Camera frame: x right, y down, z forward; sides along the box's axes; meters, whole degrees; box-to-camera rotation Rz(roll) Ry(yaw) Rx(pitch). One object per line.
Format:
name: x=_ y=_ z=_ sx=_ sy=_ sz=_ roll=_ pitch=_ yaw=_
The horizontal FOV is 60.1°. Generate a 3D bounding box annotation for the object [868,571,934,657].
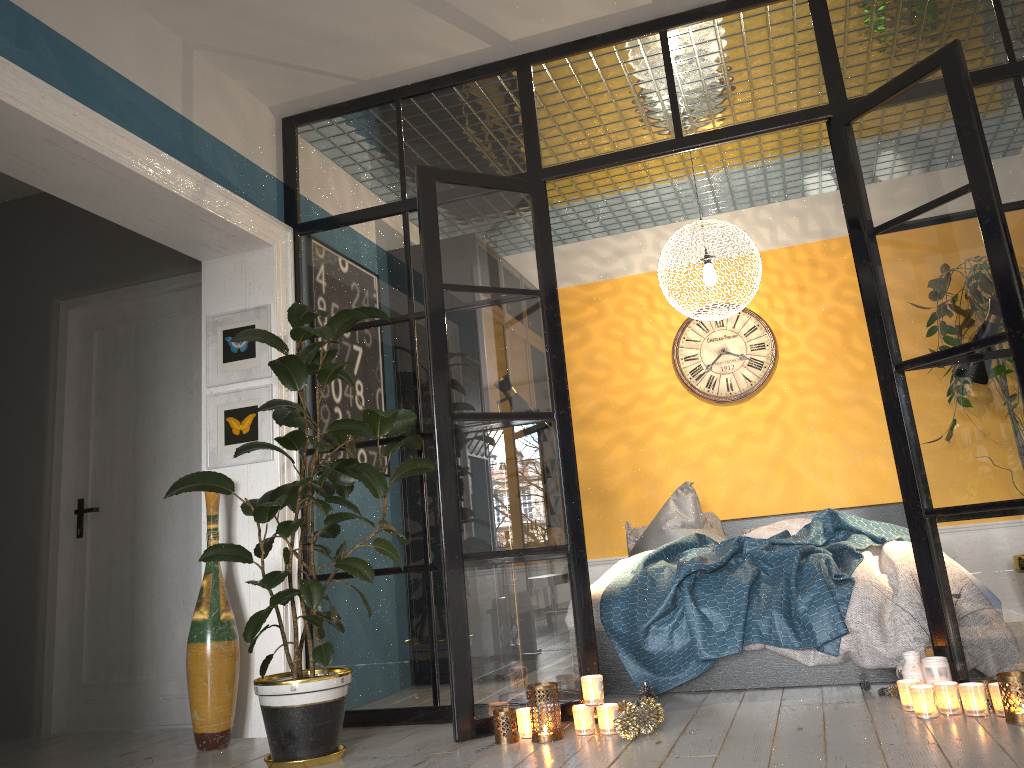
object: x=1.675 y=0.910 z=3.405 sx=0.278 sy=0.530 sz=0.431 roll=3 pitch=-16 yaw=-31

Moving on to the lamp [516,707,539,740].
lamp: x=0.059 y=1.248 z=3.254 sx=0.080 sy=0.100 sz=0.079 roll=3 pitch=-16 yaw=-31

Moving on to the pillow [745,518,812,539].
pillow: x=1.675 y=0.903 z=5.198 sx=0.593 sy=0.231 sz=0.477 roll=0 pitch=-13 yaw=-23

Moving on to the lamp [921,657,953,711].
lamp: x=1.491 y=1.044 z=3.085 sx=0.089 sy=0.169 sz=0.091 roll=-1 pitch=-15 yaw=-16

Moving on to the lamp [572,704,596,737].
lamp: x=0.263 y=1.220 z=3.210 sx=0.080 sy=0.100 sz=0.079 roll=3 pitch=-16 yaw=-31

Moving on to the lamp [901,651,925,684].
lamp: x=1.461 y=1.064 z=3.198 sx=0.091 sy=0.183 sz=0.091 roll=-16 pitch=-18 yaw=36

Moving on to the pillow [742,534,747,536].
pillow: x=1.524 y=1.037 z=5.448 sx=0.617 sy=0.271 sz=0.472 roll=-15 pitch=-15 yaw=38

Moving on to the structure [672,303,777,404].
structure: x=1.508 y=-0.226 z=6.298 sx=0.724 sy=0.736 sz=0.070 roll=-9 pitch=-15 yaw=16

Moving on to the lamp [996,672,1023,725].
lamp: x=1.592 y=0.984 z=2.773 sx=0.107 sy=0.143 sz=0.106 roll=-1 pitch=-14 yaw=-19

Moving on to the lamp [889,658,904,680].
lamp: x=1.535 y=1.127 z=3.408 sx=0.108 sy=0.133 sz=0.094 roll=-2 pitch=-14 yaw=-12

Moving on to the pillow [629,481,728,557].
pillow: x=1.003 y=0.912 z=5.418 sx=0.779 sy=0.609 sz=0.493 roll=-11 pitch=-14 yaw=22

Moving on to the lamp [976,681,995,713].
lamp: x=1.598 y=1.049 z=2.971 sx=0.063 sy=0.092 sz=0.062 roll=-5 pitch=-14 yaw=-1

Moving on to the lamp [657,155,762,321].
lamp: x=1.168 y=-0.920 z=5.401 sx=0.615 sy=1.114 sz=0.607 roll=3 pitch=-16 yaw=-31

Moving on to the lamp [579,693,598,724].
lamp: x=0.304 y=1.258 z=3.435 sx=0.080 sy=0.108 sz=0.080 roll=-9 pitch=-14 yaw=16

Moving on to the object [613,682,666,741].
object: x=0.479 y=1.225 z=3.343 sx=0.192 sy=0.120 sz=0.707 roll=-7 pitch=-12 yaw=6

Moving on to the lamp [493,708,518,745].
lamp: x=-0.024 y=1.244 z=3.216 sx=0.084 sy=0.112 sz=0.083 roll=-4 pitch=-14 yaw=-7

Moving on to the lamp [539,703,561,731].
lamp: x=0.144 y=1.247 z=3.288 sx=0.080 sy=0.100 sz=0.079 roll=3 pitch=-16 yaw=-31

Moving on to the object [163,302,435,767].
object: x=0.726 y=0.278 z=3.122 sx=3.884 sy=1.825 sz=0.998 roll=-9 pitch=-14 yaw=16

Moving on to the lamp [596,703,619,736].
lamp: x=0.347 y=1.206 z=3.178 sx=0.080 sy=0.100 sz=0.079 roll=3 pitch=-16 yaw=-31

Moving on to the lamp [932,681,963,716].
lamp: x=1.467 y=1.058 z=2.975 sx=0.080 sy=0.100 sz=0.079 roll=3 pitch=-16 yaw=-31

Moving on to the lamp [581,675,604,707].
lamp: x=0.295 y=1.116 z=3.218 sx=0.080 sy=0.100 sz=0.079 roll=3 pitch=-16 yaw=-31

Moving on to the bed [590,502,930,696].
bed: x=1.434 y=1.074 z=4.778 sx=1.891 sy=0.783 sz=2.294 roll=-9 pitch=-12 yaw=17

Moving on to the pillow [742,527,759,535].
pillow: x=1.834 y=1.013 z=5.549 sx=0.773 sy=0.301 sz=0.520 roll=-9 pitch=-13 yaw=17

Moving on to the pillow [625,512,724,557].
pillow: x=1.143 y=1.073 z=5.782 sx=0.756 sy=0.463 sz=0.505 roll=-3 pitch=-13 yaw=-11

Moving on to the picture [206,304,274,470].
picture: x=-1.604 y=-0.143 z=3.331 sx=0.358 sy=0.765 sz=1.921 roll=-10 pitch=-13 yaw=17

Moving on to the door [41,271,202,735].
door: x=-1.973 y=0.591 z=4.720 sx=1.034 sy=2.345 sz=0.175 roll=-10 pitch=-15 yaw=16

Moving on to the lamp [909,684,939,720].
lamp: x=1.379 y=1.063 z=2.957 sx=0.080 sy=0.100 sz=0.079 roll=3 pitch=-16 yaw=-31

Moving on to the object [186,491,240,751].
object: x=-1.279 y=0.950 z=3.784 sx=0.215 sy=1.142 sz=0.212 roll=-8 pitch=-15 yaw=11

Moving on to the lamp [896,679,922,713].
lamp: x=1.393 y=1.088 z=3.085 sx=0.081 sy=0.100 sz=0.079 roll=-1 pitch=-14 yaw=-18

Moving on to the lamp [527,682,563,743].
lamp: x=0.118 y=1.185 z=3.198 sx=0.114 sy=0.190 sz=0.113 roll=-9 pitch=-14 yaw=15

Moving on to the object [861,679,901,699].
object: x=1.449 y=1.181 z=3.421 sx=0.087 sy=0.054 sz=0.321 roll=-1 pitch=-12 yaw=-19

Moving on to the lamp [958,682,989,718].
lamp: x=1.520 y=1.040 z=2.909 sx=0.080 sy=0.100 sz=0.079 roll=3 pitch=-16 yaw=-31

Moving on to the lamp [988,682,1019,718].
lamp: x=1.596 y=1.024 z=2.865 sx=0.080 sy=0.100 sz=0.079 roll=3 pitch=-16 yaw=-31
